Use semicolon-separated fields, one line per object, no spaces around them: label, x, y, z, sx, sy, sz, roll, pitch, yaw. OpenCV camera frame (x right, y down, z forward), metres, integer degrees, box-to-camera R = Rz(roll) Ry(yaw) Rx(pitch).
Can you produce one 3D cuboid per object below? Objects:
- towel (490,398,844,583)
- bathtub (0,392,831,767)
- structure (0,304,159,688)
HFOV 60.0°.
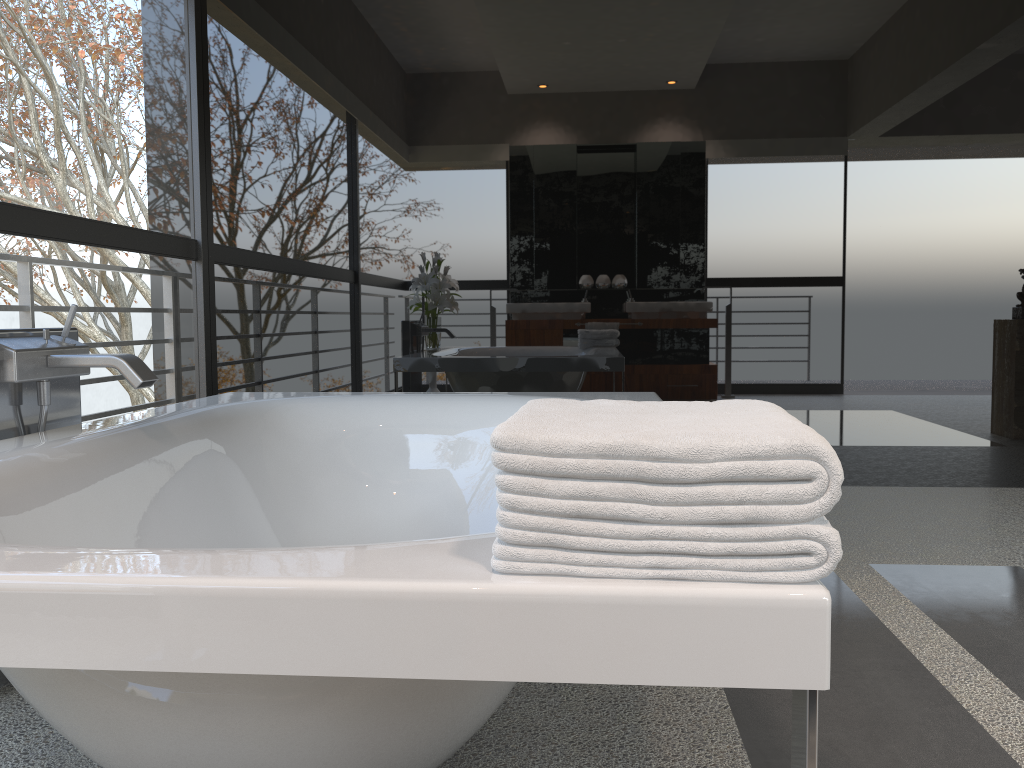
towel;0.151;0.099;0.916;0.305;0.145;0.322;0;4;8
bathtub;-0.310;0.349;1.774;1.327;0.504;1.959;0;4;5
structure;-0.911;0.161;1.858;0.330;0.884;0.402;0;4;5
